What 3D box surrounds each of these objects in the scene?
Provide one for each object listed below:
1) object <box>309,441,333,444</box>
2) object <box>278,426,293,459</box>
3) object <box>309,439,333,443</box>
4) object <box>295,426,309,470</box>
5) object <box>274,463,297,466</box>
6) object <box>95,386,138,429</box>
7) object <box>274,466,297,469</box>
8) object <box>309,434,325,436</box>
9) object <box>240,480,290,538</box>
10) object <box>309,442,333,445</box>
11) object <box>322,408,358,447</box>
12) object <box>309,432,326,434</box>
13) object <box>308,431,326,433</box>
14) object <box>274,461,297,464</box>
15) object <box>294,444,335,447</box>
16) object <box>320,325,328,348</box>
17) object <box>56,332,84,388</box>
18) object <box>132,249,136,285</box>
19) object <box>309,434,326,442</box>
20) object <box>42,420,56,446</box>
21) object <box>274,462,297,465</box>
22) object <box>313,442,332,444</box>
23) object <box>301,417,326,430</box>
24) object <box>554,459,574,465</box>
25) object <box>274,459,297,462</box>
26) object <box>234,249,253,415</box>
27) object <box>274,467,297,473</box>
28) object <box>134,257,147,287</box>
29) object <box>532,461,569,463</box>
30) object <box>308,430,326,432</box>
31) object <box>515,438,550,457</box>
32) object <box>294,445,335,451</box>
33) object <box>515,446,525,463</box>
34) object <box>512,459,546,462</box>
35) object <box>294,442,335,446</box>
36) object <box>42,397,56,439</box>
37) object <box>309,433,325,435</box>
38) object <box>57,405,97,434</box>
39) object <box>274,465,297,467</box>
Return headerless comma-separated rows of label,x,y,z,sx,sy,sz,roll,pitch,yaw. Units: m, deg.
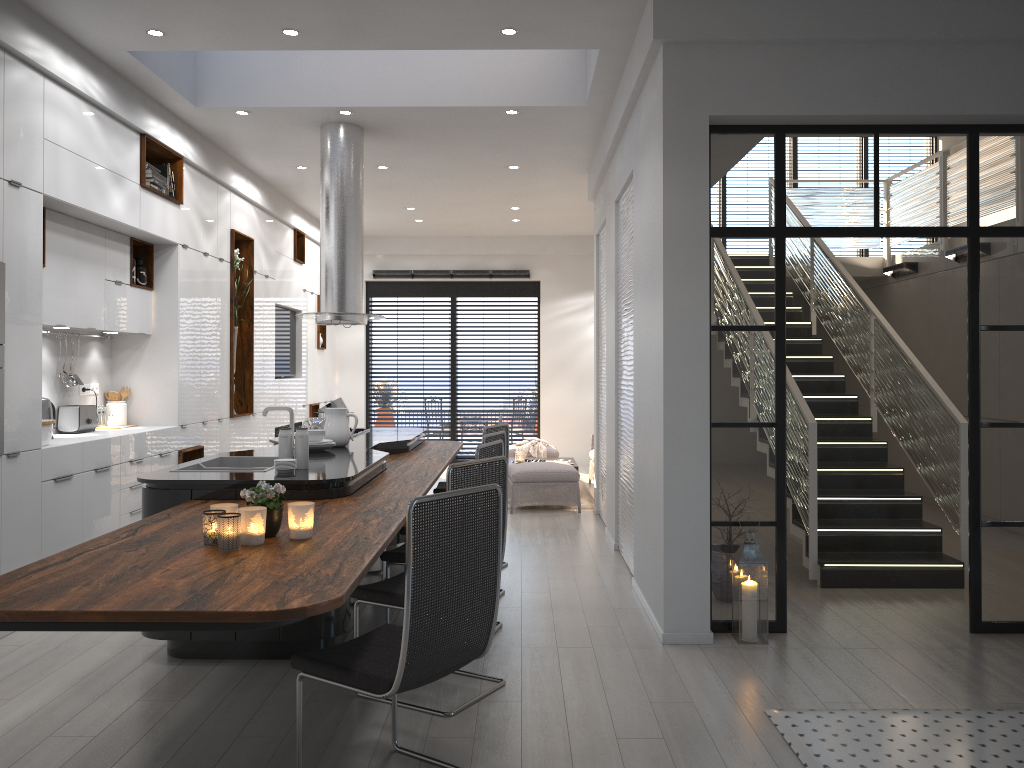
object,-1.256,0.373,5.638,0.229,0.016,0.229,0,1,-3
object,-1.169,0.329,4.576,0.071,0.219,0.071,0,-1,-35
object,-1.256,0.368,5.638,0.229,0.016,0.229,0,1,-3
object,-1.087,0.329,4.584,0.071,0.219,0.071,0,0,27
object,-1.132,0.410,4.430,0.111,0.023,0.111,0,1,13
object,-3.049,0.178,6.814,0.221,0.316,0.330,0,0,1
object,-1.132,0.423,4.430,0.111,0.023,0.111,0,1,13
object,-1.255,0.343,5.639,0.138,0.051,0.138,0,1,-19
object,-0.891,0.450,3.212,0.151,0.206,0.157,0,0,18
object,-1.256,0.382,5.638,0.229,0.016,0.229,0,1,-3
object,-1.160,0.290,5.918,0.211,0.254,0.183,0,0,35
object,-1.255,0.331,5.639,0.138,0.051,0.138,0,1,-19
object,-1.255,0.325,5.639,0.138,0.051,0.138,0,1,-19
object,-1.132,0.397,4.430,0.111,0.023,0.111,0,1,13
object,-1.255,0.399,5.639,0.264,0.033,0.264,1,1,37
object,-2.577,-0.799,11.946,0.480,0.626,0.315,0,0,-8
object,-3.122,-0.168,6.245,0.069,0.389,0.320,0,0,2
object,-2.916,-0.886,6.714,0.124,0.275,0.124,0,0,-11
object,-1.255,0.348,5.639,0.138,0.051,0.138,0,1,-19
object,-2.877,0.288,5.157,0.380,0.148,0.263,0,1,1
object,-1.132,0.403,4.430,0.111,0.023,0.111,0,1,13
object,-1.256,0.377,5.638,0.229,0.016,0.229,0,1,-3
object,-1.381,0.325,6.260,0.211,0.174,0.211,0,0,7
object,0.577,0.872,9.972,0.281,0.032,0.533,0,1,13
object,-1.132,0.390,4.430,0.111,0.023,0.111,0,1,13
object,-2.686,-0.513,8.522,0.322,1.615,0.323,0,-1,26
object,-1.132,0.429,4.430,0.111,0.023,0.111,0,1,13
object,-2.914,-0.868,6.908,0.123,0.231,0.123,0,0,2
object,0.411,0.884,9.910,0.400,0.010,0.400,0,1,10
object,-1.255,0.320,5.639,0.138,0.051,0.138,0,1,-19
object,0.269,0.861,11.251,0.418,0.355,0.761,0,1,9
object,-1.255,0.406,5.638,0.264,0.033,0.264,1,1,37
object,0.090,0.796,9.973,0.110,0.183,0.119,0,0,6
object,0.127,0.871,10.160,0.333,0.030,0.583,-1,1,-36
object,-1.255,0.393,5.639,0.264,0.033,0.264,1,1,37
object,-3.021,0.220,5.694,0.179,0.270,0.220,0,0,43
object,-1.255,0.337,5.639,0.138,0.051,0.138,0,1,-19
object,-3.064,0.247,6.266,0.177,0.195,0.260,0,0,1
object,-1.132,0.416,4.430,0.111,0.023,0.111,0,1,13
